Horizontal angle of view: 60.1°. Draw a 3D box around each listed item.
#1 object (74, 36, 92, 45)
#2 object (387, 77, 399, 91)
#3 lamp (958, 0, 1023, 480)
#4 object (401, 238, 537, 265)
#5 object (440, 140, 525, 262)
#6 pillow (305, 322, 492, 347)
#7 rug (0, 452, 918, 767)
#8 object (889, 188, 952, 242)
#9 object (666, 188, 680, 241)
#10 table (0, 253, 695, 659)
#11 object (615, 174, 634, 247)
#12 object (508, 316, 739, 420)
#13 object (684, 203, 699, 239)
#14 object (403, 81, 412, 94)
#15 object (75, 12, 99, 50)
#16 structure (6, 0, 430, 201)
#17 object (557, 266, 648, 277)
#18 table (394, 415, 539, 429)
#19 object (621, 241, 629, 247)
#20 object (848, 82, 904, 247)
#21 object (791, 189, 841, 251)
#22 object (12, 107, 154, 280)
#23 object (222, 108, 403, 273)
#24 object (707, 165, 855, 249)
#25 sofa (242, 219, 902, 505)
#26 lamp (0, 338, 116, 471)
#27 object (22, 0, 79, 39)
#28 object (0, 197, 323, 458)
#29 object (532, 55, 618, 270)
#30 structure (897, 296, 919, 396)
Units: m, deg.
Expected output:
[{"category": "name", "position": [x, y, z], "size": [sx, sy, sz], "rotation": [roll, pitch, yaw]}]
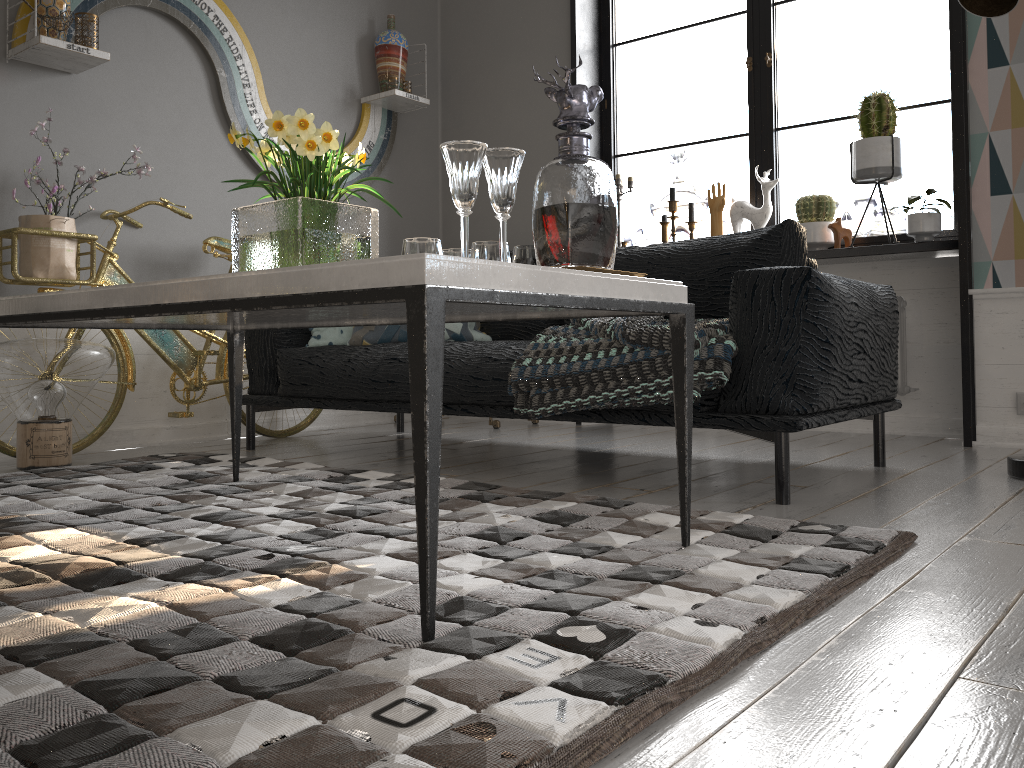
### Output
[{"category": "object", "position": [-1.641, -1.285, 3.386], "size": [0.062, 0.082, 0.062], "rotation": [-1, 0, 14]}, {"category": "object", "position": [-0.614, -1.541, 4.573], "size": [0.060, 0.079, 0.060], "rotation": [-1, 0, 27]}, {"category": "lamp", "position": [1.785, -0.589, 2.624], "size": [0.679, 1.705, 1.246], "rotation": [-1, -1, 37]}, {"category": "object", "position": [-0.065, -0.231, 1.726], "size": [0.246, 0.087, 0.279], "rotation": [0, 2, 16]}, {"category": "object", "position": [-0.049, -0.297, 1.540], "size": [0.167, 0.227, 0.082], "rotation": [0, -1, -40]}, {"category": "pillow", "position": [-0.458, -0.315, 3.501], "size": [0.798, 0.362, 0.443], "rotation": [0, 1, 20]}, {"category": "rug", "position": [-0.722, 0.307, 1.837], "size": [2.525, 0.034, 1.770], "rotation": [1, 3, 38]}, {"category": "object", "position": [1.628, -0.667, 3.516], "size": [0.170, 0.204, 0.246], "rotation": [-1, 0, 41]}, {"category": "object", "position": [0.781, -0.772, 4.281], "size": [0.123, 0.376, 0.123], "rotation": [-2, -2, 43]}, {"category": "table", "position": [-0.450, 0.065, 1.828], "size": [1.455, 0.511, 0.732], "rotation": [1, 2, 38]}, {"category": "object", "position": [0.525, -0.834, 4.483], "size": [0.145, 0.491, 0.162], "rotation": [0, -1, -16]}, {"category": "object", "position": [0.360, -0.083, 2.549], "size": [0.666, 0.329, 0.490], "rotation": [0, 1, 33]}, {"category": "object", "position": [0.868, -0.735, 4.276], "size": [0.075, 0.301, 0.075], "rotation": [0, -2, -21]}, {"category": "object", "position": [-0.546, -1.543, 4.605], "size": [0.050, 0.058, 0.050], "rotation": [-1, 0, 28]}, {"category": "object", "position": [-1.595, -1.311, 3.320], "size": [0.086, 0.140, 0.086], "rotation": [-1, -1, 31]}, {"category": "structure", "position": [-1.153, -1.364, 3.984], "size": [0.267, 0.956, 2.023], "rotation": [-2, 1, 38]}, {"category": "object", "position": [0.066, -0.201, 1.700], "size": [0.318, 0.015, 0.247], "rotation": [1, 3, 38]}, {"category": "table", "position": [-0.249, -0.133, 4.628], "size": [0.742, 0.680, 0.339], "rotation": [0, 0, 38]}, {"category": "object", "position": [0.576, -0.668, 4.542], "size": [0.084, 0.151, 0.084], "rotation": [-1, -1, 42]}, {"category": "object", "position": [1.506, -0.904, 3.649], "size": [0.235, 0.671, 0.228], "rotation": [-1, -1, 9]}, {"category": "object", "position": [1.341, -0.718, 3.908], "size": [0.234, 0.283, 0.213], "rotation": [-1, 0, 12]}, {"category": "object", "position": [-1.574, -0.689, 3.279], "size": [0.488, 0.642, 0.253], "rotation": [0, -1, -34]}, {"category": "object", "position": [-0.434, -0.368, 1.857], "size": [0.351, 0.351, 0.325], "rotation": [0, 0, 40]}, {"category": "object", "position": [1.188, -0.776, 3.970], "size": [0.662, 0.410, 0.134], "rotation": [0, 0, 39]}, {"category": "sofa", "position": [0.065, -0.128, 3.153], "size": [2.339, 0.799, 0.970], "rotation": [1, 1, 38]}, {"category": "lamp", "position": [-1.565, 0.065, 2.964], "size": [0.432, 0.438, 0.432], "rotation": [-1, 0, -21]}, {"category": "object", "position": [-1.675, -1.316, 3.196], "size": [0.197, 0.166, 0.060], "rotation": [-1, -1, -18]}, {"category": "object", "position": [-1.338, -0.226, 3.595], "size": [0.426, 0.970, 1.626], "rotation": [-1, 1, 30]}, {"category": "object", "position": [0.121, -0.401, 1.675], "size": [0.156, 0.418, 0.148], "rotation": [0, -1, -32]}, {"category": "structure", "position": [1.223, -0.172, 4.109], "size": [1.222, 0.428, 0.148], "rotation": [1, 0, 36]}]
